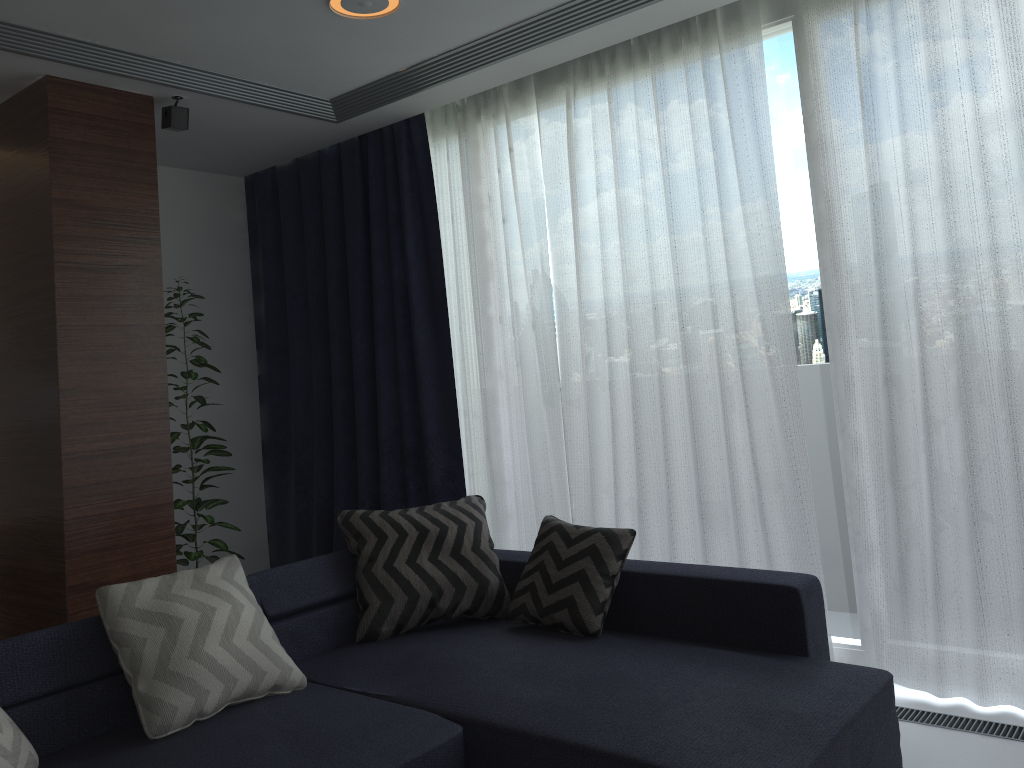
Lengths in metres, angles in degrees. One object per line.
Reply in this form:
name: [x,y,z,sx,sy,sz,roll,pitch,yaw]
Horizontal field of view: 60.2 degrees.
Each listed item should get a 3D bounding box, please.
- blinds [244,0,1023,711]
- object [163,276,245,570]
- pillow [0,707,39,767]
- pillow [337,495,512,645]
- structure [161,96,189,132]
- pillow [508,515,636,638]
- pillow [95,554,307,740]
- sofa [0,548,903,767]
blinds: [-0.598,-0.157,1.214,7.096,2.788,5.807,-5,-1,43]
object: [-1.608,0.373,4.420,0.502,1.857,0.480,-5,-4,8]
pillow: [-1.292,0.814,2.018,0.280,0.353,0.416,-4,-2,-8]
pillow: [-0.321,0.715,3.306,0.599,0.521,0.353,-4,-3,-20]
structure: [-1.505,-1.200,3.946,0.113,0.143,0.084,-7,-4,44]
pillow: [0.200,0.663,3.084,0.412,0.347,0.286,-6,-3,44]
pillow: [-0.911,0.749,2.588,0.341,0.390,0.495,-7,-3,39]
sofa: [-0.450,0.914,2.080,1.889,0.611,2.876,-5,0,39]
